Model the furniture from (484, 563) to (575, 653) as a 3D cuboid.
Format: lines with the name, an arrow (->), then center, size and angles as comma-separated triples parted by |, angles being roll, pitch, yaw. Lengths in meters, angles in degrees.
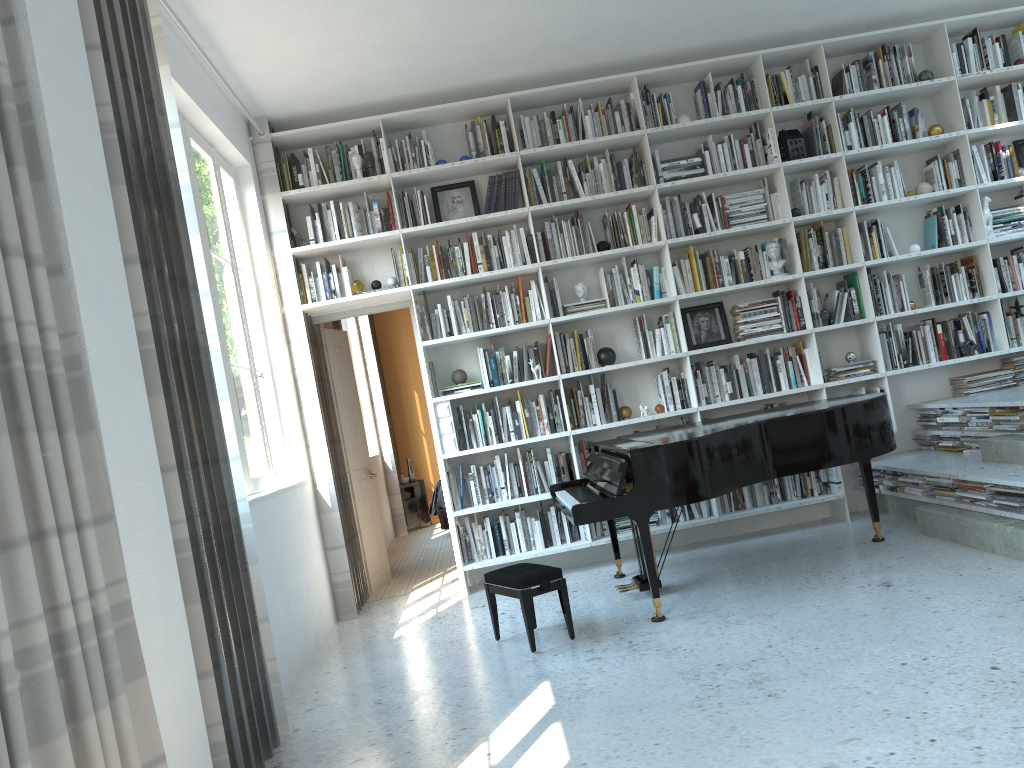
furniture -> 0.074, 1.050, 4.242 | 0.239, 0.353, 0.467 | -10, -2, -28

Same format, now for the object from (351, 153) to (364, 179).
object -> -0.997, -1.397, 5.750 | 0.067, 0.198, 0.067 | -11, -2, 40

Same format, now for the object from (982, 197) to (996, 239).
object -> 3.149, -1.096, 5.877 | 0.087, 0.288, 0.075 | -11, -1, 33

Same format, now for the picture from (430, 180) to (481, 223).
picture -> -0.376, -1.204, 5.963 | 0.300, 0.299, 0.077 | -10, -1, -2

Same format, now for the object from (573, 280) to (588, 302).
object -> 0.461, -0.619, 5.930 | 0.095, 0.157, 0.121 | -11, -1, 11

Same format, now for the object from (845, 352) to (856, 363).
object -> 2.247, -0.178, 5.883 | 0.071, 0.072, 0.071 | -9, -2, -44

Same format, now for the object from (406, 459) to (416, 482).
object -> -1.155, 0.978, 10.078 | 0.091, 0.268, 0.091 | -12, -2, 43

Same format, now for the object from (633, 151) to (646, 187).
object -> 0.839, -1.403, 5.823 | 0.075, 0.254, 0.075 | -10, -1, -24

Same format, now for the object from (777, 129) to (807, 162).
object -> 1.870, -1.587, 5.934 | 0.135, 0.248, 0.135 | -10, -1, -12

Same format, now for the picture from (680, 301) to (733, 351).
picture -> 1.312, -0.390, 6.007 | 0.300, 0.299, 0.077 | -10, -1, -2

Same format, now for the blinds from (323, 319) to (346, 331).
blinds -> -1.387, -0.046, 7.152 | 0.140, 3.230, 0.776 | -10, -1, -3

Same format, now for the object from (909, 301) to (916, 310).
object -> 2.692, -0.526, 5.993 | 0.071, 0.072, 0.071 | -9, -2, -44

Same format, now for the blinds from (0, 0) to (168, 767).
blinds -> -1.182, -0.272, 1.856 | 0.183, 3.260, 1.026 | -10, -1, -3

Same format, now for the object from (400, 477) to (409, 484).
object -> -1.208, 1.090, 9.974 | 0.118, 0.061, 0.118 | -11, -2, 5

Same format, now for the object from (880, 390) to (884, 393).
object -> 2.469, 0.168, 5.902 | 0.011, 0.260, 0.142 | -10, -1, -3

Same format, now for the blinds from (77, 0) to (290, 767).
blinds -> -1.234, -0.200, 3.186 | 0.140, 3.230, 0.776 | -10, -1, -3

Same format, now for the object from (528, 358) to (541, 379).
object -> 0.151, -0.098, 5.745 | 0.081, 0.140, 0.044 | -10, -1, -19

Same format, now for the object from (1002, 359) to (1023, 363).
object -> 3.500, -0.172, 6.039 | 0.254, 0.006, 0.161 | -10, -2, -2

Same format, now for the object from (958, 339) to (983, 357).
object -> 3.023, -0.240, 5.845 | 0.160, 0.114, 0.064 | -10, -1, -15

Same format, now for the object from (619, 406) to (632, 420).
object -> 0.753, 0.191, 5.909 | 0.091, 0.092, 0.091 | -10, -2, -25

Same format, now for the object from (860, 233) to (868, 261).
object -> 2.356, -0.907, 6.008 | 0.013, 0.208, 0.140 | -10, -1, -3

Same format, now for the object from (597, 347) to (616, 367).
object -> 0.628, -0.179, 5.904 | 0.133, 0.135, 0.134 | -9, -2, -44

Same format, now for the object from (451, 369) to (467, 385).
object -> -0.348, -0.045, 5.863 | 0.105, 0.106, 0.105 | -10, -2, -25

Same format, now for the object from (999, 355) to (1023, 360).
object -> 3.496, -0.194, 6.028 | 0.285, 0.005, 0.159 | -11, -2, 3

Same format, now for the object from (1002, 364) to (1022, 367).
object -> 3.502, -0.145, 6.038 | 0.254, 0.006, 0.161 | -10, -2, -2

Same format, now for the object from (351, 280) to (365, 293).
object -> -1.010, -0.640, 5.810 | 0.087, 0.088, 0.087 | -9, -2, -44

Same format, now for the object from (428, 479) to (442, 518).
object -> -0.153, 0.948, 9.172 | 1.481, 0.540, 1.451 | -10, -2, -3

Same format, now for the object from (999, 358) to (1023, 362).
object -> 3.498, -0.183, 6.040 | 0.285, 0.005, 0.159 | -10, -2, -2

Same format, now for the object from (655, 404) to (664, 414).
object -> 0.978, 0.164, 5.876 | 0.061, 0.062, 0.061 | -9, -2, -44

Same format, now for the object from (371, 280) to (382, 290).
object -> -0.896, -0.651, 5.863 | 0.071, 0.072, 0.071 | -10, -2, -25

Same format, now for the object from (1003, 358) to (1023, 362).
object -> 3.499, -0.178, 6.039 | 0.254, 0.006, 0.161 | -10, -2, -2

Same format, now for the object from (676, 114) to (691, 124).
object -> 1.150, -1.754, 5.942 | 0.104, 0.106, 0.105 | -10, -2, -25

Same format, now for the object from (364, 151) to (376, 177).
object -> -0.918, -1.412, 5.754 | 0.067, 0.198, 0.067 | -11, -2, 40

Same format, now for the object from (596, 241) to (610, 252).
object -> 0.607, -0.905, 5.903 | 0.097, 0.098, 0.097 | -9, -2, -44

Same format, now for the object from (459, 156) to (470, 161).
object -> -0.311, -1.474, 5.890 | 0.082, 0.083, 0.082 | -10, -2, -25

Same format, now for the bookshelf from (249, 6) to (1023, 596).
bookshelf -> 1.694, -0.589, 5.913 | 6.296, 3.141, 0.330 | -10, -1, -2

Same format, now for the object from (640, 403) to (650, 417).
object -> 0.873, 0.167, 5.848 | 0.060, 0.095, 0.078 | -11, -1, 14

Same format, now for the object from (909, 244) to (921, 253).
object -> 2.711, -0.906, 5.969 | 0.071, 0.072, 0.071 | -9, -2, -44

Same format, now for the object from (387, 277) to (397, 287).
object -> -0.792, -0.672, 5.848 | 0.071, 0.072, 0.071 | -10, -2, -25

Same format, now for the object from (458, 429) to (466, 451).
object -> -0.331, 0.361, 5.734 | 0.045, 0.146, 0.045 | -11, -1, 36

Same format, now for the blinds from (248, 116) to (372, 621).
blinds -> -1.341, -0.092, 5.975 | 0.140, 3.230, 0.776 | -10, -1, -3

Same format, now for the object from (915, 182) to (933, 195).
object -> 2.798, -1.314, 6.028 | 0.111, 0.113, 0.111 | -10, -2, -25

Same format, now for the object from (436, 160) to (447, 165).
object -> -0.465, -1.446, 5.883 | 0.082, 0.083, 0.082 | -10, -2, -25

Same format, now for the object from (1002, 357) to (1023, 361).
object -> 3.497, -0.189, 6.037 | 0.254, 0.006, 0.161 | -10, -2, -1

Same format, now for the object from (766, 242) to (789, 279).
object -> 1.735, -0.814, 5.845 | 0.137, 0.244, 0.138 | -10, -2, -37

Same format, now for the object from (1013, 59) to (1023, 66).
object -> 3.426, -2.158, 5.986 | 0.071, 0.072, 0.071 | -9, -2, -44

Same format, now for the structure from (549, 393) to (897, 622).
structure -> 1.227, 0.619, 4.806 | 1.918, 0.832, 1.335 | -10, -2, -2

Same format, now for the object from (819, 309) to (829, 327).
object -> 2.055, -0.435, 5.823 | 0.054, 0.113, 0.079 | -10, -1, -4

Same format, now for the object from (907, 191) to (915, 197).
object -> 2.690, -1.273, 6.000 | 0.068, 0.068, 0.068 | -10, -2, -25

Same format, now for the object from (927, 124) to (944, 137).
object -> 2.847, -1.693, 5.959 | 0.100, 0.101, 0.100 | -10, -2, -25

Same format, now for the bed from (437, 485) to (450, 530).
bed -> 0.078, 0.796, 9.234 | 1.770, 1.180, 2.175 | -10, -2, -3

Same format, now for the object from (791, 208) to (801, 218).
object -> 1.884, -1.134, 5.894 | 0.071, 0.072, 0.071 | -9, -2, -44

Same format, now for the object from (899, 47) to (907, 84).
object -> 2.646, -2.126, 6.055 | 0.006, 0.297, 0.129 | -10, -1, -3

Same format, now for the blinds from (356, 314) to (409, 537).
blinds -> -1.494, 0.063, 9.942 | 0.140, 3.230, 0.776 | -10, -1, -3

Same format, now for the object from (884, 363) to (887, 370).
object -> 2.483, -0.117, 5.969 | 0.071, 0.072, 0.071 | -9, -2, -44

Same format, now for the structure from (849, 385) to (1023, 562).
structure -> 3.669, 0.255, 4.604 | 2.899, 0.659, 3.114 | -10, -2, -2

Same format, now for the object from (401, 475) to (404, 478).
object -> -1.278, 1.085, 10.086 | 0.106, 0.103, 0.106 | -11, -1, 5

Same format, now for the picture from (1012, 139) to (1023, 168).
picture -> 3.651, -1.565, 6.127 | 0.300, 0.299, 0.077 | -10, -1, -2

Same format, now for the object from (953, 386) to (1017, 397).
object -> 3.199, 0.049, 6.009 | 0.345, 0.007, 0.193 | -10, -2, -7
